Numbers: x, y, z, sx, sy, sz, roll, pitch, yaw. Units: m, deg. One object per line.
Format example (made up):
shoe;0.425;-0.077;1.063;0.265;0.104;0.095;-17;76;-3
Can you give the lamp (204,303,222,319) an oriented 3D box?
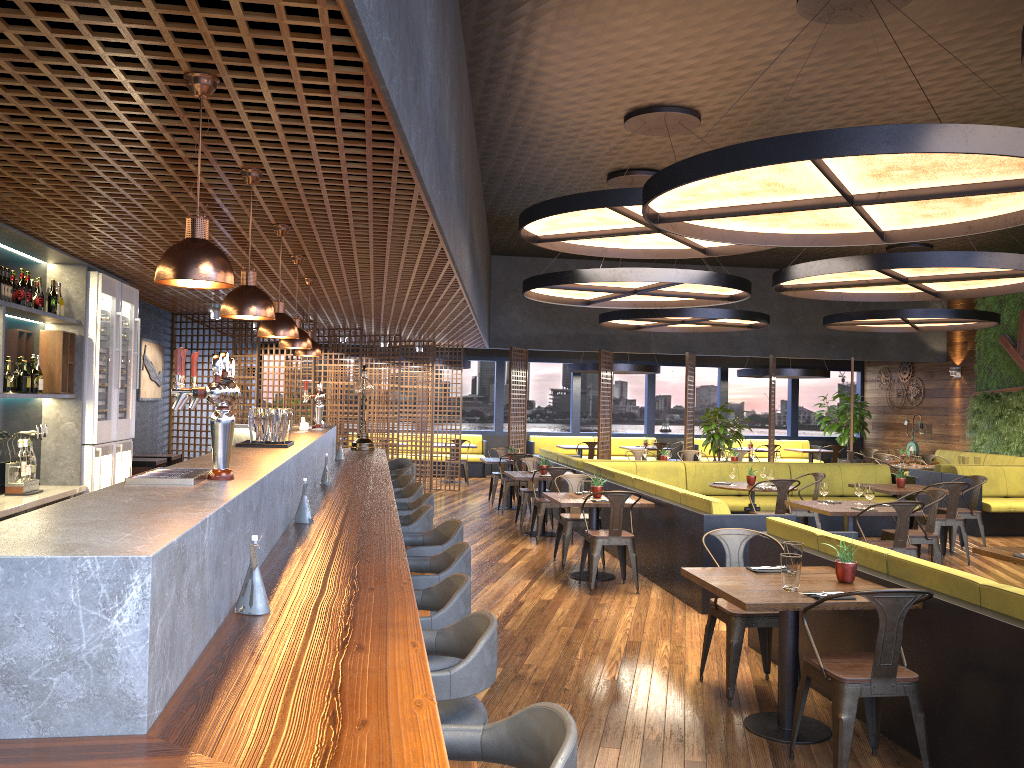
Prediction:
lamp;-3.360;-0.826;10.064;0.228;0.172;0.228;1;-1;-9

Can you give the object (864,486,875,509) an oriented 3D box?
object;3.323;1.052;8.240;0.097;0.206;0.097;2;-1;-17

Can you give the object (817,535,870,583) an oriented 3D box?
object;1.772;0.911;4.695;0.238;0.271;0.260;1;-1;-4

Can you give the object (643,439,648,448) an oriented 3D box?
object;2.830;1.263;18.767;0.102;0.178;0.102;2;-1;-23

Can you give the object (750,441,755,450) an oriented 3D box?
object;5.182;1.323;19.128;0.102;0.178;0.102;2;-1;-23

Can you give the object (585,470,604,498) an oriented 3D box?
object;0.823;0.969;8.626;0.238;0.271;0.260;1;-1;13

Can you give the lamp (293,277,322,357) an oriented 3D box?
lamp;-1.757;-0.577;7.665;0.250;0.673;0.250;1;-1;24

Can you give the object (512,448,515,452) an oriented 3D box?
object;0.012;1.107;14.139;0.102;0.178;0.102;1;-1;7

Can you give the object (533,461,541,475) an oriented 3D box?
object;0.309;1.053;11.107;0.102;0.178;0.102;2;-1;-23

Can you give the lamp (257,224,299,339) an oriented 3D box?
lamp;-1.395;-0.616;5.331;0.250;0.673;0.250;1;-1;24

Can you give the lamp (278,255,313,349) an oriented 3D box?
lamp;-1.572;-0.597;6.471;0.250;0.673;0.250;1;-1;24

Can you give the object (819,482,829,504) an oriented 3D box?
object;3.002;1.051;8.533;0.097;0.206;0.097;2;-1;-17

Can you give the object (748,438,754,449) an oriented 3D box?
object;5.192;1.281;19.304;0.238;0.271;0.260;1;-1;13

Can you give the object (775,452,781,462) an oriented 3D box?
object;4.244;1.192;14.160;0.097;0.206;0.097;0;-1;37

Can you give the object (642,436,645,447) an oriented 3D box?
object;2.863;1.221;18.949;0.238;0.271;0.260;1;-1;13

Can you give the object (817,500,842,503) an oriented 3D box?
object;3.113;1.150;8.663;0.157;0.019;0.255;1;-1;-8

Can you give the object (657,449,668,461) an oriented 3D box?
object;2.412;1.114;14.095;0.238;0.271;0.260;1;-1;13

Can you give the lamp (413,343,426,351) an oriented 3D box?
lamp;-1.687;-0.666;16.164;0.228;0.172;0.228;1;-1;-9

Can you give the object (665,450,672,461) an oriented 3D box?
object;2.449;1.146;13.882;0.097;0.206;0.097;0;-1;37

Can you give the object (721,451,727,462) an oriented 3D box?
object;3.346;1.169;14.021;0.097;0.206;0.097;0;-1;37

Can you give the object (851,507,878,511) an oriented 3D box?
object;3.207;1.141;8.106;0.157;0.019;0.255;1;-1;-8

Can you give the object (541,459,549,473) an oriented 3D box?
object;0.426;1.063;11.464;0.102;0.178;0.102;2;-1;-23

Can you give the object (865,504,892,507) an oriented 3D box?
object;3.486;1.154;8.465;0.255;0.019;0.157;1;-1;-8

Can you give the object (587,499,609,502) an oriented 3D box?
object;0.828;1.088;8.307;0.255;0.019;0.157;1;-1;-9

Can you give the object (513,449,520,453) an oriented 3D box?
object;0.070;1.102;13.823;0.102;0.178;0.102;1;-1;-3

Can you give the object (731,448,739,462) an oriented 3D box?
object;3.572;1.143;14.274;0.238;0.271;0.260;1;-1;13

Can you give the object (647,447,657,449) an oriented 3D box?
object;2.903;1.342;18.616;0.255;0.019;0.157;1;-1;-9

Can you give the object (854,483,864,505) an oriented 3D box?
object;3.356;1.060;8.580;0.097;0.206;0.097;1;-1;-8

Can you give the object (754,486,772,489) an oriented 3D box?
object;2.834;1.171;10.037;0.157;0.019;0.255;1;-1;-2

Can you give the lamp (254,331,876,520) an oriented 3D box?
lamp;0.557;0.600;13.356;9.057;2.714;3.017;1;-1;-9

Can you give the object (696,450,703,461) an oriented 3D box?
object;3.026;1.167;14.314;0.097;0.206;0.097;0;-1;37

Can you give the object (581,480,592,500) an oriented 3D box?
object;0.709;1.008;8.431;0.102;0.178;0.102;1;-1;27

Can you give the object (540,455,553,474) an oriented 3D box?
object;0.418;1.013;11.319;0.260;0.271;0.238;1;-1;-7

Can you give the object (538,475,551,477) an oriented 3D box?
object;0.415;1.133;10.976;0.255;0.019;0.157;1;-1;-9

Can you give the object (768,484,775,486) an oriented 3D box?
object;3.113;1.185;10.422;0.255;0.019;0.157;1;-1;-6

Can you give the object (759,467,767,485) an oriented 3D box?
object;2.987;1.091;10.542;0.097;0.206;0.097;1;-1;30

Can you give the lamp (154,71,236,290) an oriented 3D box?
lamp;-1.014;-0.657;2.869;0.250;0.673;0.250;2;-1;-21

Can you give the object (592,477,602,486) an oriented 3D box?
object;0.839;1.019;8.796;0.102;0.178;0.102;2;-1;-23

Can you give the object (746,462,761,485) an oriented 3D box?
object;2.801;1.049;10.410;0.238;0.271;0.260;1;-1;13

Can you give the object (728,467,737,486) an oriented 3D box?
object;2.569;1.077;10.322;0.097;0.206;0.097;1;-1;33

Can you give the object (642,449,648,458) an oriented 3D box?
object;2.128;1.144;14.175;0.097;0.206;0.097;0;-1;37

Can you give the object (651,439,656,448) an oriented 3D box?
object;3.017;1.270;18.893;0.102;0.178;0.102;2;-1;-23

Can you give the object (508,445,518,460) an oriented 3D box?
object;0.008;1.057;13.964;0.260;0.271;0.238;1;-1;-7

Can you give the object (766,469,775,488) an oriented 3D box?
object;2.963;1.083;10.158;0.097;0.206;0.097;1;-1;16

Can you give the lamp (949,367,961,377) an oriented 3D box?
lamp;9.060;-0.246;18.195;0.189;0.215;0.215;1;-1;-9

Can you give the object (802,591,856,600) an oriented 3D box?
object;1.526;1.024;4.319;0.255;0.019;0.157;1;-1;-9

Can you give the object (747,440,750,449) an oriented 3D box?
object;5.223;1.331;19.485;0.102;0.178;0.102;2;-1;-23

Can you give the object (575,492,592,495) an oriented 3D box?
object;0.763;1.100;8.943;0.255;0.019;0.157;1;-1;-9

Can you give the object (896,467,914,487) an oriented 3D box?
object;4.637;1.093;10.550;0.260;0.271;0.238;1;-1;26

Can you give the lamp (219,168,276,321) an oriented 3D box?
lamp;-1.197;-0.637;4.048;0.250;0.673;0.250;1;-1;24

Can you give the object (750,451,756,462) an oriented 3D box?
object;3.923;1.190;14.453;0.097;0.206;0.097;0;-1;37

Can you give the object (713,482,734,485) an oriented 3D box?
object;2.515;1.173;10.487;0.255;0.019;0.157;1;-1;23

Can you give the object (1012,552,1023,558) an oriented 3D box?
object;3.286;1.089;5.604;0.157;0.019;0.255;1;-1;-9
